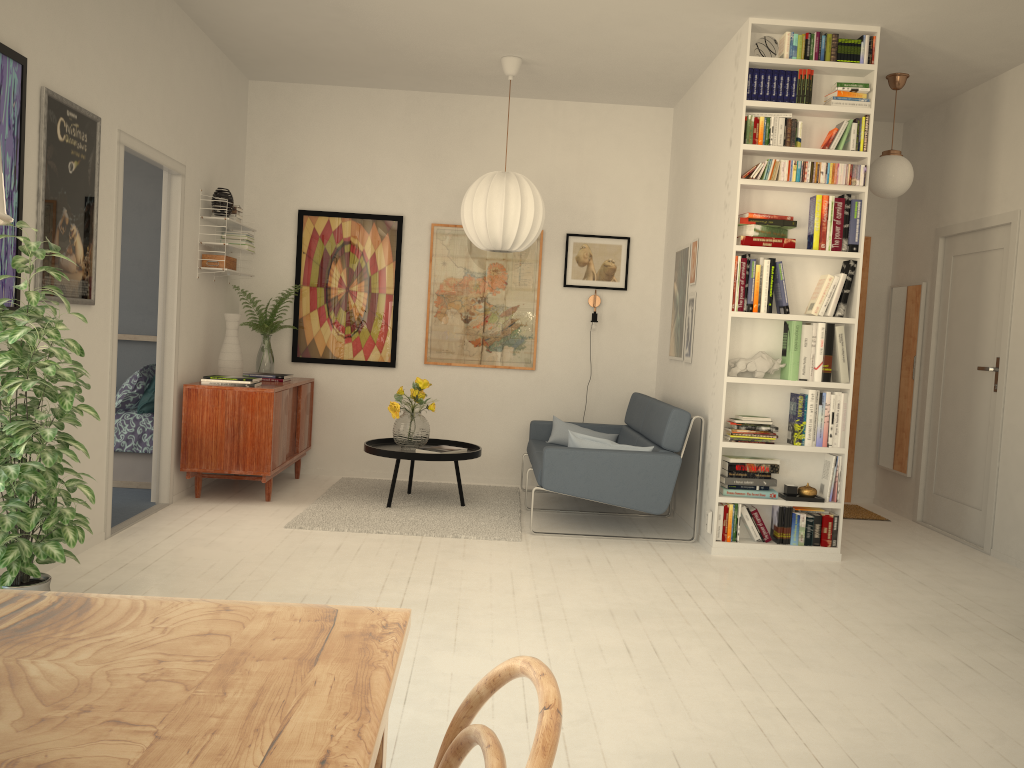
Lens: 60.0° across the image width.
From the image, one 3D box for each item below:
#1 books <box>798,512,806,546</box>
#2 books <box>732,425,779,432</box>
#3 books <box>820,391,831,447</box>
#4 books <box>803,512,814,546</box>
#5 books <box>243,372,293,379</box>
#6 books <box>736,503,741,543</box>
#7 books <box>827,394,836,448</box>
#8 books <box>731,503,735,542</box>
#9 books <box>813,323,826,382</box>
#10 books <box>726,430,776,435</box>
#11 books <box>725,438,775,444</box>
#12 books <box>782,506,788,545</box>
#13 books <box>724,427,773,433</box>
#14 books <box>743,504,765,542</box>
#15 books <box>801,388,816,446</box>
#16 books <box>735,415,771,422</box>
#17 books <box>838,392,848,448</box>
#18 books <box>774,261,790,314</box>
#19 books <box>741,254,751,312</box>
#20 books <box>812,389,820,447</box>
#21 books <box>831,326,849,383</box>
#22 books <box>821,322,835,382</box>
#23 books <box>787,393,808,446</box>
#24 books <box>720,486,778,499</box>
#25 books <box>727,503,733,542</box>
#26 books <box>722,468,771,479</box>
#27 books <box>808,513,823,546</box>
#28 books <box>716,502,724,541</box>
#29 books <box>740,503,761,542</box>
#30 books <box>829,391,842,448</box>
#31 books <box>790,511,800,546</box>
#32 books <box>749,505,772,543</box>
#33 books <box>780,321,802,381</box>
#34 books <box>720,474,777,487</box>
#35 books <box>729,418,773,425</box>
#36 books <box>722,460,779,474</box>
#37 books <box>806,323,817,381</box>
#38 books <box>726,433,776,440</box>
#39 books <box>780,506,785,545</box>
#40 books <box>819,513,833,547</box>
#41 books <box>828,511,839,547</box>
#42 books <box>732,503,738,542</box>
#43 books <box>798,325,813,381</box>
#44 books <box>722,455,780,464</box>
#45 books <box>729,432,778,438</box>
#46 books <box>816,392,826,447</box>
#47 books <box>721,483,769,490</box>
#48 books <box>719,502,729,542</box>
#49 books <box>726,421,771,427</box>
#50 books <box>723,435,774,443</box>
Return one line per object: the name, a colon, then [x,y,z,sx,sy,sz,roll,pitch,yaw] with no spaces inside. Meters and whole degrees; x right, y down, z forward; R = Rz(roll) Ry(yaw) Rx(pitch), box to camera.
books: [1.596,0.798,4.992,0.032,0.176,0.222,3,3,-2]
books: [1.351,0.239,4.952,0.235,0.025,0.163,4,3,5]
books: [1.724,0.189,4.970,0.025,0.305,0.213,3,3,-2]
books: [1.635,0.807,4.993,0.048,0.163,0.209,3,3,-2]
books: [-1.729,-0.060,6.148,0.368,0.020,0.255,3,3,1]
books: [1.245,0.761,4.966,0.010,0.215,0.194,3,3,-2]
books: [1.748,0.198,4.957,0.022,0.291,0.208,3,3,-2]
books: [1.212,0.763,4.979,0.012,0.206,0.194,3,3,-2]
books: [1.676,-0.178,4.949,0.037,0.324,0.240,3,3,-2]
books: [1.328,0.267,4.950,0.250,0.008,0.135,3,3,-5]
books: [1.315,0.314,4.939,0.247,0.009,0.170,3,3,1]
books: [1.502,0.774,4.972,0.015,0.214,0.202,3,3,-2]
books: [1.313,0.257,4.931,0.238,0.012,0.120,3,3,-7]
books: [1.348,0.776,4.965,0.118,0.192,0.118,3,3,-2]
books: [1.631,0.180,4.973,0.037,0.311,0.241,3,3,-2]
books: [1.336,0.189,4.930,0.166,0.019,0.127,3,3,-9]
books: [1.814,0.195,4.978,0.039,0.303,0.229,3,3,-2]
books: [1.472,-0.528,4.915,0.093,0.288,0.200,3,3,-2]
books: [1.275,-0.554,4.910,0.021,0.317,0.179,3,3,-2]
books: [1.663,0.182,4.976,0.027,0.311,0.229,3,3,-2]
books: [1.802,-0.167,4.955,0.099,0.316,0.229,3,3,-2]
books: [1.724,-0.177,4.945,0.056,0.327,0.202,3,3,-2]
books: [1.583,0.192,4.961,0.057,0.284,0.200,3,3,-2]
books: [1.319,0.602,4.982,0.297,0.038,0.204,3,3,3]
books: [1.197,0.761,4.965,0.020,0.210,0.185,3,3,-2]
books: [1.304,0.500,4.961,0.247,0.039,0.143,3,3,-5]
books: [1.684,0.805,5.009,0.050,0.170,0.221,3,3,-2]
books: [1.139,0.765,4.971,0.039,0.199,0.185,3,3,-2]
books: [1.317,0.771,4.971,0.135,0.200,0.134,3,3,-2]
books: [1.779,0.193,4.947,0.037,0.307,0.161,3,3,-2]
books: [1.560,0.794,4.996,0.044,0.179,0.224,3,3,-2]
books: [1.379,0.782,4.973,0.131,0.188,0.136,3,3,-2]
books: [1.539,-0.186,4.936,0.056,0.328,0.229,3,3,-2]
books: [1.308,0.536,4.963,0.297,0.039,0.165,3,3,-7]
books: [1.324,0.206,4.951,0.212,0.017,0.165,3,3,-4]
books: [1.325,0.458,4.962,0.285,0.047,0.185,3,3,-2]
books: [1.643,-0.180,4.962,0.023,0.321,0.235,3,3,-2]
books: [1.322,0.290,4.944,0.248,0.009,0.171,3,3,1]
books: [1.486,0.772,4.985,0.015,0.214,0.202,3,3,-2]
books: [1.738,0.805,4.990,0.056,0.180,0.202,3,3,-2]
books: [1.781,0.808,5.010,0.032,0.176,0.230,3,3,-2]
books: [1.229,0.759,4.980,0.021,0.215,0.174,3,3,-2]
books: [1.599,-0.173,4.942,0.065,0.311,0.200,3,3,-2]
books: [1.330,0.420,4.975,0.297,0.024,0.162,3,3,-11]
books: [1.347,0.278,4.970,0.255,0.014,0.197,4,3,8]
books: [1.695,0.194,4.937,0.035,0.304,0.150,3,3,-2]
books: [1.297,0.566,4.980,0.241,0.024,0.168,3,3,-7]
books: [1.172,0.762,4.969,0.026,0.206,0.187,3,3,-2]
books: [1.309,0.219,4.943,0.221,0.010,0.169,3,3,1]
books: [1.310,0.302,4.936,0.246,0.014,0.173,3,3,-3]
